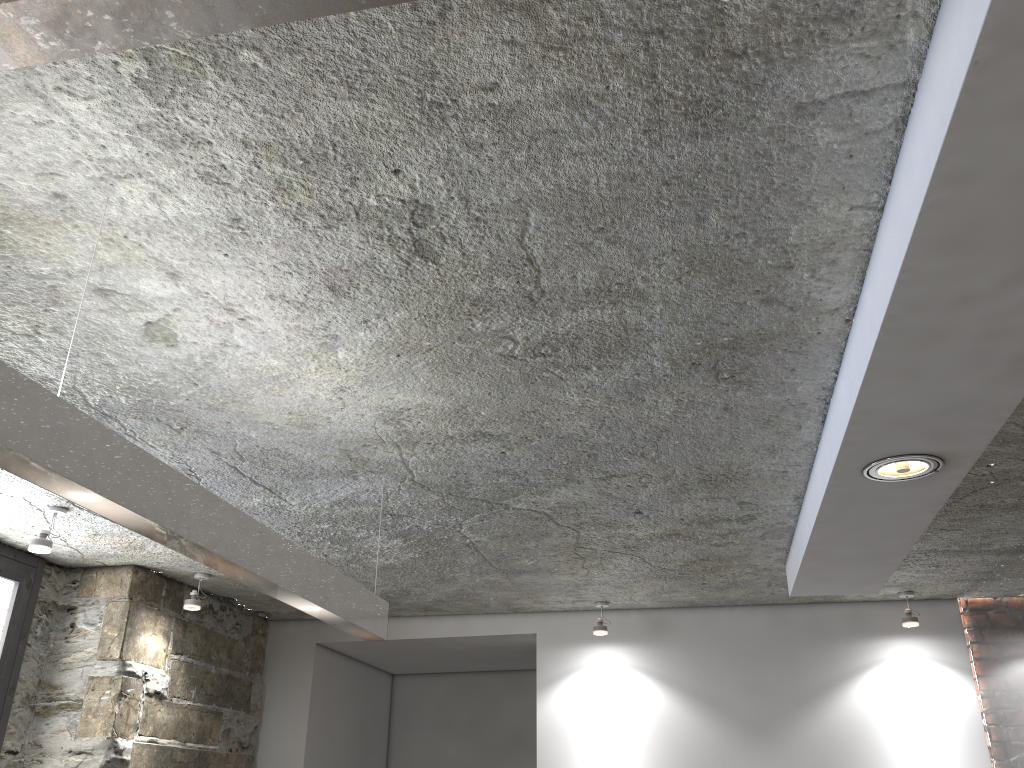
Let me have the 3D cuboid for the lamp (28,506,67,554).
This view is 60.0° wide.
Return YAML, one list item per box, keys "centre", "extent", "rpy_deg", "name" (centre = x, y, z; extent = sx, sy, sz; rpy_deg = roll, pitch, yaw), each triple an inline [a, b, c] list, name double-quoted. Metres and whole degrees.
- centre: [-1.685, 0.529, 3.221]
  extent: [0.077, 0.165, 0.098]
  rpy_deg: [-23, -34, 40]
  name: "lamp"

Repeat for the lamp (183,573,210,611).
- centre: [-1.471, 0.970, 4.142]
  extent: [0.077, 0.165, 0.098]
  rpy_deg: [-23, -34, 40]
  name: "lamp"

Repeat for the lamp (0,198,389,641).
- centre: [-0.737, -0.121, 1.423]
  extent: [0.073, 0.524, 3.159]
  rpy_deg: [-5, -26, 11]
  name: "lamp"
